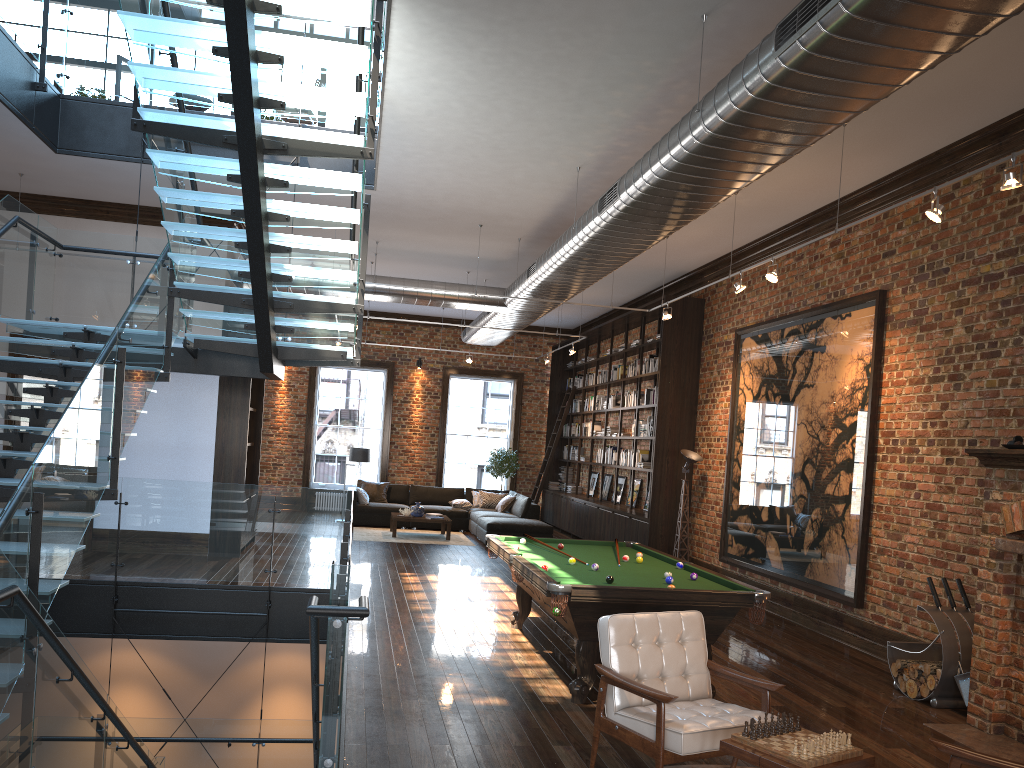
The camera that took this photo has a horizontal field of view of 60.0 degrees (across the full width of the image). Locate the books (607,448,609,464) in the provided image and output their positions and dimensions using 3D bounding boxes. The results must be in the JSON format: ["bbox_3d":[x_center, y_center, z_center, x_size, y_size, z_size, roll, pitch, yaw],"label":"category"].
[{"bbox_3d":[1.862,1.345,16.530,0.155,0.294,0.029,4,1,-10],"label":"books"}]

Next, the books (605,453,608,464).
[{"bbox_3d":[1.830,1.391,16.591,0.175,0.206,0.031,4,1,-10],"label":"books"}]

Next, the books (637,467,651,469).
[{"bbox_3d":[2.161,1.363,14.420,0.159,0.012,0.338,4,-4,-7],"label":"books"}]

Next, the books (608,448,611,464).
[{"bbox_3d":[1.876,1.337,16.358,0.185,0.288,0.016,4,1,-10],"label":"books"}]

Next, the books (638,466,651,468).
[{"bbox_3d":[2.167,1.351,14.420,0.160,0.012,0.339,4,-4,-6],"label":"books"}]

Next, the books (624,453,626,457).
[{"bbox_3d":[2.034,1.321,15.420,0.174,0.218,0.027,4,1,-10],"label":"books"}]

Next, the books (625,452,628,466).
[{"bbox_3d":[2.048,1.308,15.357,0.166,0.238,0.034,4,1,-10],"label":"books"}]

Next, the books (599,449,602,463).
[{"bbox_3d":[1.768,1.383,16.918,0.189,0.260,0.027,4,1,-10],"label":"books"}]

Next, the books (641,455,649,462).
[{"bbox_3d":[2.193,1.282,14.654,0.136,0.210,0.035,4,1,-10],"label":"books"}]

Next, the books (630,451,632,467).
[{"bbox_3d":[2.097,1.279,15.089,0.161,0.265,0.033,4,1,-10],"label":"books"}]

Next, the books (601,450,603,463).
[{"bbox_3d":[1.796,1.379,16.807,0.183,0.256,0.029,4,1,-10],"label":"books"}]

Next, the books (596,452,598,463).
[{"bbox_3d":[1.730,1.431,17.205,0.178,0.205,0.068,4,0,-10],"label":"books"}]

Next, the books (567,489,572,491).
[{"bbox_3d":[1.333,2.265,18.879,0.229,0.008,0.329,5,-4,-12],"label":"books"}]

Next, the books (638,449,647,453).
[{"bbox_3d":[2.173,1.244,14.770,0.149,0.301,0.013,4,1,-10],"label":"books"}]

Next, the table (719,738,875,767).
[{"bbox_3d":[1.204,1.809,3.814,0.518,0.495,0.462,5,-2,-35],"label":"table"}]

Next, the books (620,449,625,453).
[{"bbox_3d":[1.983,1.309,15.822,0.132,0.291,0.016,4,1,-10],"label":"books"}]

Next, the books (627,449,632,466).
[{"bbox_3d":[2.074,1.277,15.285,0.152,0.292,0.031,4,1,-10],"label":"books"}]

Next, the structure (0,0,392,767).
[{"bbox_3d":[-2.669,0.179,6.011,3.579,14.498,7.038,4,0,-10],"label":"structure"}]

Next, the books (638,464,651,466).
[{"bbox_3d":[2.168,1.315,14.419,0.161,0.012,0.303,4,-4,-6],"label":"books"}]

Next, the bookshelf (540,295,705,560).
[{"bbox_3d":[1.702,0.964,16.347,0.601,3.997,7.413,4,-3,-10],"label":"bookshelf"}]

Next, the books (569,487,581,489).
[{"bbox_3d":[1.328,2.212,18.877,0.229,0.008,0.332,4,-4,-4],"label":"books"}]

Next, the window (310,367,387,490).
[{"bbox_3d":[-3.597,0.991,19.530,1.522,2.754,0.154,4,1,-10],"label":"window"}]

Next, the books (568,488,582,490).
[{"bbox_3d":[1.332,2.235,18.878,0.229,0.008,0.330,5,-4,-13],"label":"books"}]

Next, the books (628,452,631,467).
[{"bbox_3d":[2.084,1.293,15.161,0.191,0.245,0.031,4,1,-10],"label":"books"}]

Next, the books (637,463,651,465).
[{"bbox_3d":[2.159,1.302,14.418,0.161,0.012,0.299,5,-4,-10],"label":"books"}]

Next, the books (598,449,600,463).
[{"bbox_3d":[1.750,1.384,17.049,0.180,0.275,0.013,4,1,-10],"label":"books"}]

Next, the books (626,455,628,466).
[{"bbox_3d":[2.053,1.326,15.312,0.165,0.196,0.027,4,1,-10],"label":"books"}]

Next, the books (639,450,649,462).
[{"bbox_3d":[2.184,1.248,14.709,0.159,0.285,0.014,4,1,-10],"label":"books"}]

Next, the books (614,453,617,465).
[{"bbox_3d":[1.935,1.351,16.003,0.191,0.218,0.033,4,1,-10],"label":"books"}]

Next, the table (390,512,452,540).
[{"bbox_3d":[-1.637,2.524,15.770,1.001,0.345,1.001,4,-4,-10],"label":"table"}]

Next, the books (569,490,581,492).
[{"bbox_3d":[1.333,2.273,18.879,0.229,0.008,0.330,4,-4,-8],"label":"books"}]

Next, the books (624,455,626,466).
[{"bbox_3d":[2.034,1.336,15.390,0.174,0.184,0.034,4,1,-10],"label":"books"}]

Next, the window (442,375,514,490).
[{"bbox_3d":[-0.785,1.217,20.030,1.522,2.754,0.154,4,1,-10],"label":"window"}]

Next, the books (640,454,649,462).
[{"bbox_3d":[2.186,1.275,14.686,0.141,0.229,0.032,4,1,-10],"label":"books"}]

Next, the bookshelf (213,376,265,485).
[{"bbox_3d":[-3.803,0.561,12.447,0.401,3.517,1.781,4,0,-10],"label":"bookshelf"}]

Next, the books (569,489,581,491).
[{"bbox_3d":[1.337,2.251,18.880,0.229,0.008,0.329,4,-4,-9],"label":"books"}]

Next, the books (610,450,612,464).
[{"bbox_3d":[1.892,1.345,16.197,0.187,0.251,0.050,4,1,-10],"label":"books"}]

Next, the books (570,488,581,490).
[{"bbox_3d":[1.336,2.228,18.879,0.229,0.008,0.330,4,-4,-8],"label":"books"}]

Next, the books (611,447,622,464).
[{"bbox_3d":[1.904,1.311,16.165,0.186,0.317,0.015,4,1,-10],"label":"books"}]

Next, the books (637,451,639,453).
[{"bbox_3d":[2.147,1.262,14.852,0.175,0.272,0.031,4,1,-10],"label":"books"}]

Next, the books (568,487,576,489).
[{"bbox_3d":[1.340,2.221,18.879,0.227,0.007,0.369,5,-4,-11],"label":"books"}]

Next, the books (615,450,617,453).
[{"bbox_3d":[1.938,1.334,16.027,0.176,0.256,0.014,4,1,-10],"label":"books"}]

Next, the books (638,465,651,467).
[{"bbox_3d":[2.165,1.339,14.419,0.161,0.012,0.304,4,-4,-5],"label":"books"}]

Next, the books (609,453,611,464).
[{"bbox_3d":[1.881,1.373,16.273,0.180,0.206,0.012,4,1,-10],"label":"books"}]

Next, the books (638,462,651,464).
[{"bbox_3d":[2.168,1.290,14.419,0.159,0.012,0.339,4,-4,-6],"label":"books"}]

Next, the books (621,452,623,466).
[{"bbox_3d":[2.003,1.324,15.607,0.167,0.234,0.032,4,1,-10],"label":"books"}]

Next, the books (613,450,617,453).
[{"bbox_3d":[1.918,1.338,16.122,0.171,0.258,0.013,4,1,-10],"label":"books"}]

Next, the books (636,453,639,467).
[{"bbox_3d":[2.150,1.267,14.740,0.176,0.246,0.039,4,1,-10],"label":"books"}]

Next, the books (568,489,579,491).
[{"bbox_3d":[1.337,2.258,18.880,0.227,0.007,0.369,4,-4,-9],"label":"books"}]

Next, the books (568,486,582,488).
[{"bbox_3d":[1.328,2.188,18.877,0.227,0.007,0.372,5,-4,-15],"label":"books"}]

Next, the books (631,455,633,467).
[{"bbox_3d":[2.109,1.304,15.021,0.183,0.207,0.028,4,1,-10],"label":"books"}]

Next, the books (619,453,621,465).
[{"bbox_3d":[1.977,1.342,15.797,0.153,0.221,0.034,4,1,-10],"label":"books"}]

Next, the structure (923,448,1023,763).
[{"bbox_3d":[3.453,1.357,5.224,0.888,1.907,1.999,4,-2,-10],"label":"structure"}]

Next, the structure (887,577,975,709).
[{"bbox_3d":[3.307,1.935,6.661,0.538,0.919,0.927,4,-2,-9],"label":"structure"}]

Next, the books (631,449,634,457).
[{"bbox_3d":[2.111,1.260,15.042,0.178,0.297,0.014,4,1,-10],"label":"books"}]

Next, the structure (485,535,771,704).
[{"bbox_3d":[0.719,1.839,7.241,1.554,0.851,2.959,4,-4,-10],"label":"structure"}]

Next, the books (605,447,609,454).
[{"bbox_3d":[1.828,1.346,16.692,0.170,0.311,0.038,4,1,-10],"label":"books"}]
